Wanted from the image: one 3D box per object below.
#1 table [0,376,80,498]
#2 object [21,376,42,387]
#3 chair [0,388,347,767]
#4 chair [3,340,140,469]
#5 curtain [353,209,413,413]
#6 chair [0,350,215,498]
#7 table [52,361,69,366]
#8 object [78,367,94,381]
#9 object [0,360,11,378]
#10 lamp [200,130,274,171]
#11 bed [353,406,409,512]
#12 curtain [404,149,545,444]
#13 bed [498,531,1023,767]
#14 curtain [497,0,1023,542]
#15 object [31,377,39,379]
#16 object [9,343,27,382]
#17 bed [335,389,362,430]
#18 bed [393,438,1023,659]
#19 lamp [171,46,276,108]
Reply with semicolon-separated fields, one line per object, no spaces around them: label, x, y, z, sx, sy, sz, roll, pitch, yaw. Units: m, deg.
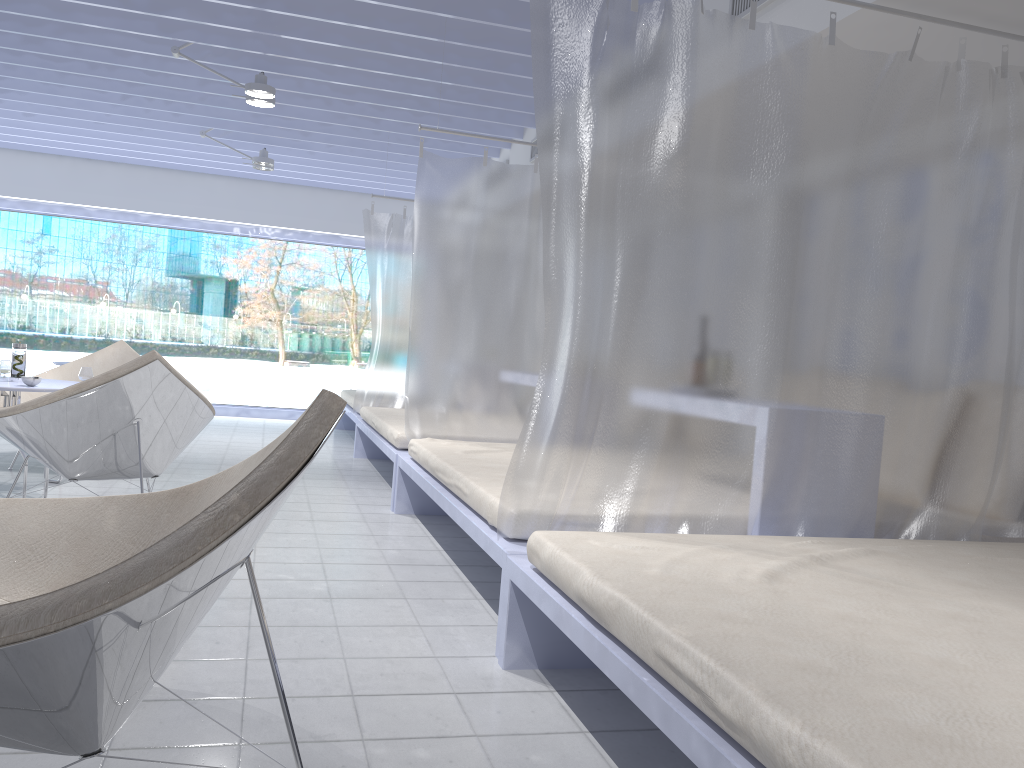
table;-2.439;0.254;4.279;0.825;0.534;0.823;4;2;-24
object;-2.201;-0.010;4.061;0.082;0.043;0.082;6;2;43
chair;-0.670;0.362;1.456;0.753;0.759;0.906;4;2;-12
chair;-2.465;0.109;5.287;0.906;0.759;0.753;4;2;-5
curtain;-0.195;-0.486;6.920;2.050;1.552;0.151;4;2;-15
chair;-1.655;0.219;3.696;0.753;0.759;0.906;6;2;45
table;-3.135;0.123;6.909;0.825;0.534;0.823;6;2;32
object;-2.115;-0.038;4.404;0.068;0.091;0.068;4;2;-23
object;-2.572;-0.077;4.497;0.068;0.091;0.068;5;2;7
lamp;-2.225;-1.899;7.187;0.587;0.218;0.380;4;2;-15
bed;0.073;0.461;5.890;2.016;0.427;2.200;4;2;-15
curtain;0.423;-0.355;4.793;1.998;1.559;0.125;4;2;-17
bed;1.231;0.675;1.634;2.016;0.427;2.200;4;2;-15
curtain;0.963;-0.272;2.663;2.050;1.552;0.151;4;2;-15
object;-2.179;-0.028;4.036;0.098;0.016;0.012;6;2;41
object;-2.391;-0.105;4.299;0.075;0.189;0.075;4;2;-24
bed;-0.491;0.357;8.024;2.022;0.422;2.200;4;2;-15
bed;0.667;0.571;3.768;2.022;0.422;2.200;4;2;-15
lamp;-1.672;-1.797;5.153;0.587;0.218;0.380;4;2;-15
